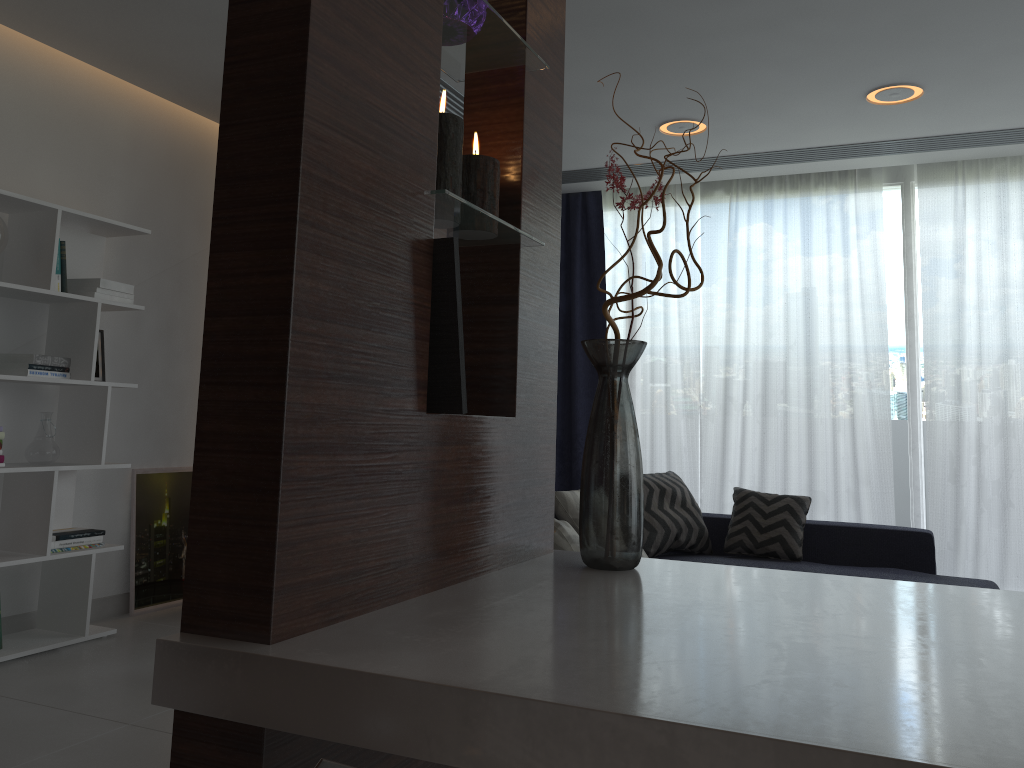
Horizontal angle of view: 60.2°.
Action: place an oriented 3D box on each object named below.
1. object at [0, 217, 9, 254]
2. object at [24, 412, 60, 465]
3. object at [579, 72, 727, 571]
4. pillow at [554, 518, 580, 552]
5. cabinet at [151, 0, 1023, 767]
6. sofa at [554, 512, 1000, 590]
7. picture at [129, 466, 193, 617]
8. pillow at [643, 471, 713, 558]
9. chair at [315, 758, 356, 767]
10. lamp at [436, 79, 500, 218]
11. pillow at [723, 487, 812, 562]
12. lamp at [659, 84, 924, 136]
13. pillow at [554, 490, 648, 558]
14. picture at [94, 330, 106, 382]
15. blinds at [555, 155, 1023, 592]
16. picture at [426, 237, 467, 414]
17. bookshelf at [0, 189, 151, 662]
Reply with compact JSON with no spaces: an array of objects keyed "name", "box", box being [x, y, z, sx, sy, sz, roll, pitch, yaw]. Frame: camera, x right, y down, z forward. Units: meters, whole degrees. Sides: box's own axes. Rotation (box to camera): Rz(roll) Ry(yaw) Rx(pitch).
[{"name":"object","box":[-2.100,-0.511,3.437,0.219,0.387,0.233,-4,-9,43]},{"name":"object","box":[-1.964,0.229,3.705,0.132,0.222,0.131,-2,-7,29]},{"name":"object","box":[0.207,-0.091,1.375,0.198,0.742,0.383,1,-7,5]},{"name":"pillow","box":[0.185,0.656,3.242,0.279,0.355,0.415,4,-5,-23]},{"name":"cabinet","box":[1.338,-0.243,0.596,3.332,2.580,0.778,0,-7,24]},{"name":"sofa","box":[0.960,0.861,3.507,1.898,0.614,2.850,0,-3,24]},{"name":"picture","box":[-1.754,0.783,4.535,0.083,0.706,0.495,-2,-7,24]},{"name":"pillow","box":[0.776,0.731,4.729,0.595,0.524,0.353,5,-7,-35]},{"name":"chair","box":[0.119,0.636,0.650,0.395,0.748,0.460,-2,-7,30]},{"name":"lamp","box":[-0.078,-0.335,1.315,0.077,0.212,0.152,-3,-8,36]},{"name":"pillow","box":[1.341,0.734,4.652,0.414,0.348,0.284,-1,-6,29]},{"name":"lamp","box":[0.162,-1.553,0.095,5.345,0.085,9.504,1,-3,10]},{"name":"pillow","box":[0.403,0.662,3.889,0.342,0.392,0.491,-1,-5,24]},{"name":"picture","box":[-1.976,-0.134,4.114,0.059,0.258,0.180,-2,-7,24]},{"name":"blinds","box":[1.194,-0.259,2.722,7.129,2.801,5.754,0,-4,27]},{"name":"picture","box":[-0.142,-0.074,1.154,0.175,0.224,0.050,-1,-8,27]},{"name":"bookshelf","box":[-2.079,0.162,3.542,0.300,1.839,1.139,-2,-7,24]}]
